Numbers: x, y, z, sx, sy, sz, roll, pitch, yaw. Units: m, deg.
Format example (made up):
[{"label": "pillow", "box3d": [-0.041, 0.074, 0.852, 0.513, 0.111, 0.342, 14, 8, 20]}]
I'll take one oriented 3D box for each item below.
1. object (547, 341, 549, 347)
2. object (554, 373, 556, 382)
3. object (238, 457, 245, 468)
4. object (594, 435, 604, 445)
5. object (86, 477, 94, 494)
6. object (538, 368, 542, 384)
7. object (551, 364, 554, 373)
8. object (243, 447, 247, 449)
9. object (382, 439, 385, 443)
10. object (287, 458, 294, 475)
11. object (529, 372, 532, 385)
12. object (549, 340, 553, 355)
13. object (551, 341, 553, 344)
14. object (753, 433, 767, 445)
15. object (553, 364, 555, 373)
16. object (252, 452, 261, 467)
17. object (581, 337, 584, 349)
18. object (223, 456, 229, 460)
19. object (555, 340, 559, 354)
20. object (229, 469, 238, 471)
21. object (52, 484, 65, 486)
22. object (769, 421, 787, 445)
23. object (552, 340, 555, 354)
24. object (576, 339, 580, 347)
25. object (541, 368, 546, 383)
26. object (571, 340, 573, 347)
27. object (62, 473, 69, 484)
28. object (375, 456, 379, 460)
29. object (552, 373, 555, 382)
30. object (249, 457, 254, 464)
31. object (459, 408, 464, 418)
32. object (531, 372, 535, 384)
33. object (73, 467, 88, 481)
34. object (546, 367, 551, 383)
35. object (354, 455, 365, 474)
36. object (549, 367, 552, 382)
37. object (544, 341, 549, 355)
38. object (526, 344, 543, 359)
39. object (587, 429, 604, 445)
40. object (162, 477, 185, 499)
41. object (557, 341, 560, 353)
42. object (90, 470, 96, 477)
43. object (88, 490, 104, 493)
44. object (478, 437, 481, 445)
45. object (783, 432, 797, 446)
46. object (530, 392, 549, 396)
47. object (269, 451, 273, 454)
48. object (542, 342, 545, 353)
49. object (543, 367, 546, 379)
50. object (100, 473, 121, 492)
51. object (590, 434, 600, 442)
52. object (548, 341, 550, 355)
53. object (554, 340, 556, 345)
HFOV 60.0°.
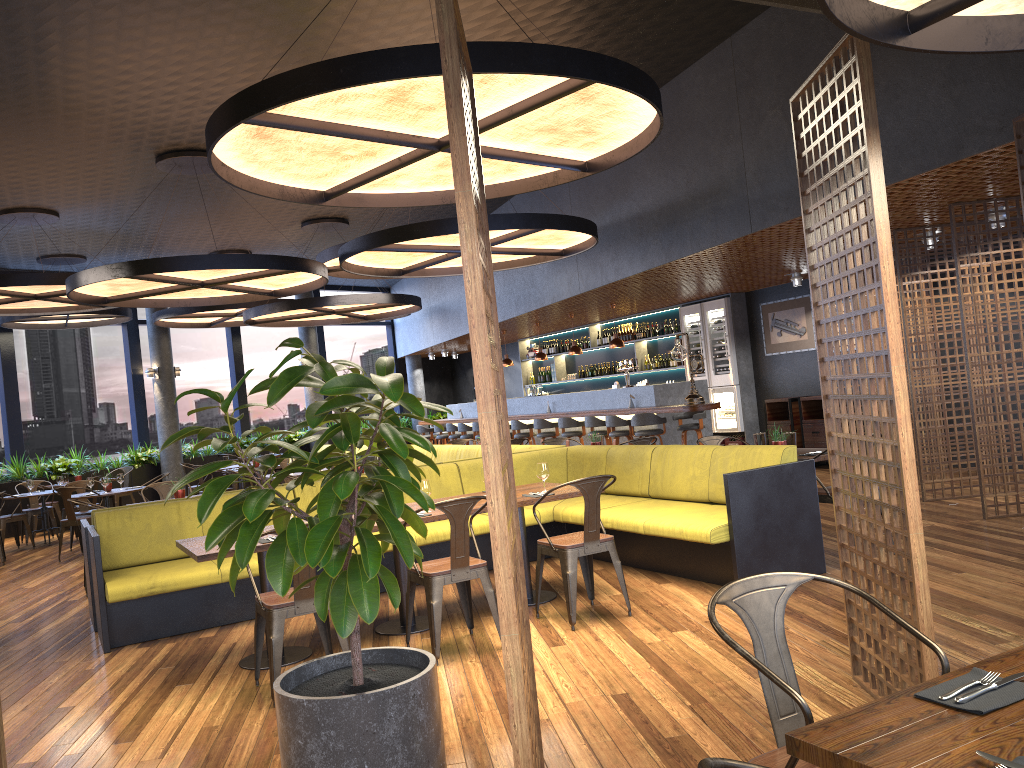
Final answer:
[{"label": "object", "box3d": [0.782, -0.768, 19.235, 0.085, 0.310, 0.086, -6, -1, 13]}, {"label": "object", "box3d": [0.960, -0.150, 18.879, 0.080, 0.192, 0.098, -6, -1, -28]}, {"label": "object", "box3d": [-4.220, 1.231, 13.836, 0.102, 0.178, 0.102, -6, -1, -23]}, {"label": "object", "box3d": [0.930, 0.637, 9.382, 0.102, 0.178, 0.102, -5, -1, -43]}, {"label": "object", "box3d": [-5.507, 1.325, 11.591, 0.097, 0.206, 0.097, -6, -1, 13]}, {"label": "object", "box3d": [0.618, -0.182, 19.438, 0.094, 0.340, 0.094, -6, -1, -6]}, {"label": "object", "box3d": [0.895, -0.335, 18.971, 0.080, 0.192, 0.098, -6, -1, -28]}, {"label": "object", "box3d": [-5.404, 1.364, 18.142, 0.260, 0.271, 0.238, -6, -1, -27]}, {"label": "object", "box3d": [-2.291, 1.054, 15.694, 0.102, 0.178, 0.102, -6, -1, 7]}, {"label": "object", "box3d": [-2.770, 1.034, 11.129, 0.097, 0.206, 0.097, -6, -1, -28]}, {"label": "object", "box3d": [0.427, -0.124, 19.974, 0.079, 0.281, 0.079, -6, -1, -9]}, {"label": "object", "box3d": [0.839, -0.778, 18.930, 0.085, 0.310, 0.086, -6, -1, -9]}, {"label": "object", "box3d": [0.869, -0.780, 19.061, 0.085, 0.310, 0.086, -6, -1, -1]}, {"label": "object", "box3d": [2.040, 0.494, 7.274, 0.102, 0.178, 0.102, -6, -1, -23]}, {"label": "object", "box3d": [0.941, -0.341, 18.881, 0.080, 0.192, 0.098, -6, -1, -28]}, {"label": "object", "box3d": [-3.977, 1.159, 13.806, 0.238, 0.271, 0.260, -6, -1, 11]}, {"label": "object", "box3d": [1.418, -0.822, 17.888, 0.063, 0.254, 0.063, -6, -1, 20]}, {"label": "object", "box3d": [-4.826, 1.309, 14.974, 0.102, 0.178, 0.102, -7, -1, 37]}, {"label": "object", "box3d": [0.946, -0.774, 18.738, 0.083, 0.301, 0.083, -6, -1, -21]}, {"label": "object", "box3d": [-4.273, 1.315, 13.671, 0.157, 0.019, 0.255, -6, -1, -29]}, {"label": "object", "box3d": [-7.533, 1.668, 14.708, 0.255, 0.019, 0.157, -7, -1, 38]}, {"label": "object", "box3d": [2.140, 0.436, 7.164, 0.260, 0.271, 0.238, -6, -1, -27]}, {"label": "object", "box3d": [0.886, -0.784, 18.838, 0.085, 0.310, 0.086, -6, -1, 5]}, {"label": "object", "box3d": [1.331, -0.796, 18.046, 0.088, 0.224, 0.088, -5, -1, -34]}, {"label": "object", "box3d": [0.676, -0.189, 19.357, 0.094, 0.340, 0.094, -6, -1, -14]}, {"label": "object", "box3d": [1.239, -0.782, 18.159, 0.068, 0.217, 0.068, -5, -1, -38]}, {"label": "object", "box3d": [-7.484, 1.584, 14.865, 0.102, 0.178, 0.102, -7, -1, 44]}, {"label": "object", "box3d": [-1.459, 0.879, 9.747, 0.097, 0.206, 0.097, -6, -1, 13]}, {"label": "object", "box3d": [0.913, -0.144, 18.968, 0.080, 0.192, 0.098, -6, -1, -28]}, {"label": "object", "box3d": [-4.403, 1.265, 14.976, 0.102, 0.178, 0.102, -7, -1, 37]}, {"label": "object", "box3d": [-1.061, 0.609, 18.361, 0.114, 0.203, 0.069, -6, -1, 19]}, {"label": "object", "box3d": [0.472, -0.129, 19.896, 0.079, 0.281, 0.079, -6, -1, -24]}, {"label": "object", "box3d": [-7.331, 1.524, 14.993, 0.260, 0.271, 0.238, -6, -1, -12]}, {"label": "object", "box3d": [0.785, -0.203, 19.176, 0.094, 0.340, 0.094, -6, -1, 11]}, {"label": "object", "box3d": [-1.651, 0.862, 9.589, 0.238, 0.271, 0.260, -6, -1, -7]}, {"label": "object", "box3d": [0.827, -0.206, 19.297, 0.094, 0.340, 0.094, -6, -1, -19]}, {"label": "object", "box3d": [0.740, -0.766, 19.107, 0.085, 0.310, 0.086, -6, -1, -1]}, {"label": "object", "box3d": [0.502, -0.736, 19.703, 0.229, 0.319, 0.579, -6, -1, -28]}, {"label": "object", "box3d": [0.885, 0.597, 9.523, 0.260, 0.271, 0.238, -6, -1, -27]}, {"label": "object", "box3d": [-3.328, 1.027, 8.846, 0.260, 0.271, 0.238, -6, -1, 7]}, {"label": "object", "box3d": [0.969, -0.792, 18.883, 0.085, 0.310, 0.086, -6, -1, 13]}, {"label": "object", "box3d": [-7.098, 1.546, 15.037, 0.102, 0.178, 0.102, -5, -1, -36]}, {"label": "object", "box3d": [-5.500, 1.421, 11.764, 0.255, 0.019, 0.157, -7, -1, 40]}, {"label": "object", "box3d": [-0.380, 0.760, 11.929, 0.238, 0.271, 0.260, -6, -1, -7]}, {"label": "object", "box3d": [2.198, 0.474, 6.995, 0.102, 0.178, 0.102, -6, -1, -13]}, {"label": "object", "box3d": [0.508, 0.445, 19.552, 0.550, 0.569, 0.355, -6, -1, -28]}, {"label": "object", "box3d": [-4.899, 1.356, 18.025, 0.102, 0.178, 0.102, -5, -1, -36]}, {"label": "object", "box3d": [0.699, -0.760, 19.190, 0.085, 0.310, 0.086, -6, -1, 5]}, {"label": "object", "box3d": [0.719, -0.192, 19.466, 0.094, 0.340, 0.094, -6, -1, -22]}, {"label": "object", "box3d": [-5.270, 1.264, 11.553, 0.260, 0.271, 0.238, -6, -1, 11]}, {"label": "object", "box3d": [0.922, 0.643, 9.757, 0.102, 0.178, 0.102, -5, -1, -43]}, {"label": "object", "box3d": [0.825, -0.774, 19.147, 0.085, 0.310, 0.086, -6, -1, -17]}, {"label": "object", "box3d": [0.926, -0.787, 18.968, 0.085, 0.310, 0.086, -6, -1, -1]}]
